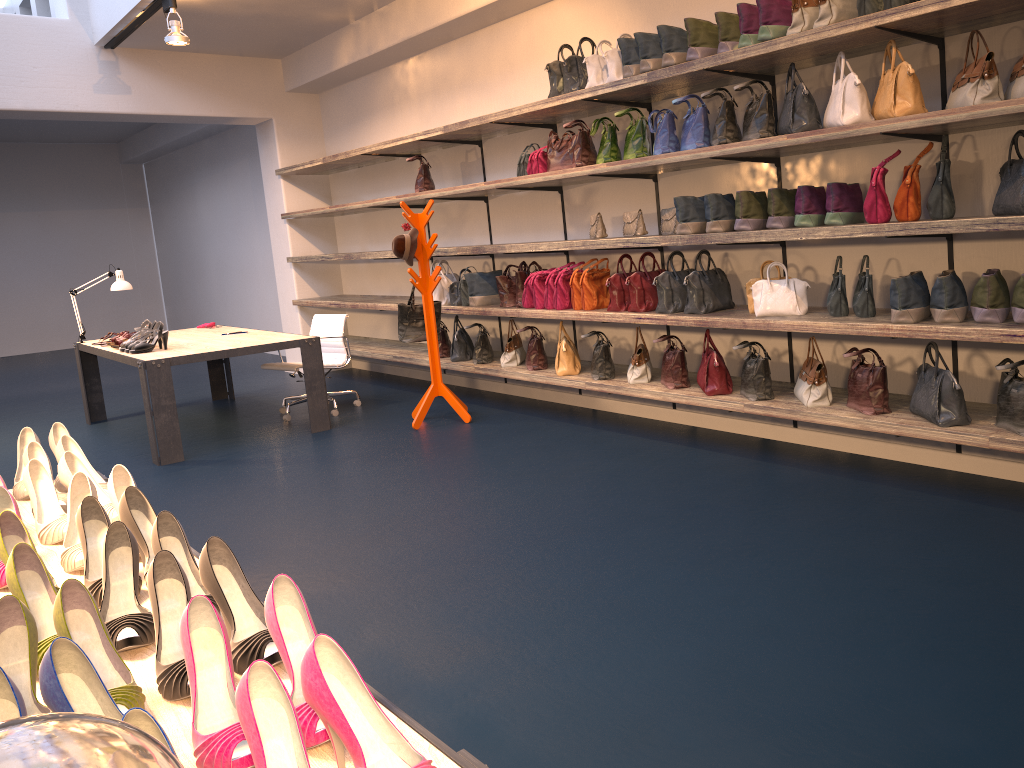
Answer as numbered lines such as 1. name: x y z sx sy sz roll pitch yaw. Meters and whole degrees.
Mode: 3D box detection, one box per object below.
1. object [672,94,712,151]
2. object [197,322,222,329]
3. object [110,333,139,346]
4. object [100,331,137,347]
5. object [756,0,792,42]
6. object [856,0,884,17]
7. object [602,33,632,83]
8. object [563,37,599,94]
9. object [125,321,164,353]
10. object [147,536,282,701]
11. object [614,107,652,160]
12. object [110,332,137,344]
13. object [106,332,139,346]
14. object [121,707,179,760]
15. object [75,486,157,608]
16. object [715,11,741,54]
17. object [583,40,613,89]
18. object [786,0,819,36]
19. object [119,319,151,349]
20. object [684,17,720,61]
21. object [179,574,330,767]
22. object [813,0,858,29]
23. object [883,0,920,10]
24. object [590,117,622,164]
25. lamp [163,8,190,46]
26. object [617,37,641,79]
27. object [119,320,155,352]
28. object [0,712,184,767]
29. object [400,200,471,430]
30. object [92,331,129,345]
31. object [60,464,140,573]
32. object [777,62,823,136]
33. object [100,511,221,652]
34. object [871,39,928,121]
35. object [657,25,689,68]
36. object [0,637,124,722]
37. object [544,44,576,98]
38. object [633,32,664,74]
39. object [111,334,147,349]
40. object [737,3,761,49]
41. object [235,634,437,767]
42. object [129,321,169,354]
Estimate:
1. object: 1.070 -1.546 5.180 0.217 0.336 0.377 -5 8 3
2. object: -2.905 -0.564 8.344 0.172 0.050 0.282 -13 13 -41
3. object: -3.101 -0.355 7.003 0.092 0.116 0.281 3 12 45
4. object: -3.315 -0.382 7.325 0.305 0.090 0.206 -10 11 -33
5. object: 1.428 -1.899 4.545 0.453 0.234 0.164 -11 10 -36
6. object: 1.739 -1.909 4.149 0.320 0.350 0.125 -12 10 -40
7. object: 0.738 -2.062 5.515 0.464 0.329 0.177 -12 10 -41
8. object: 0.516 -2.127 5.828 0.463 0.383 0.177 -11 9 -37
9. object: -2.805 -0.361 6.610 0.304 0.222 0.109 -11 9 -37
10. object: -0.499 0.378 1.443 0.219 0.194 0.223 -11 11 -37
11. object: 0.774 -1.592 5.566 0.217 0.336 0.377 -5 8 3
12. object: -3.143 -0.368 7.098 0.278 0.116 0.093 -10 9 -30
13. object: -3.214 -0.377 7.183 0.281 0.116 0.092 -13 11 -43
14. object: -0.392 0.468 0.876 0.219 0.194 0.223 -11 11 -37
15. object: -0.805 0.334 1.829 0.220 0.194 0.222 -12 11 -41
16. object: 1.295 -1.947 4.881 0.454 0.234 0.164 -11 10 -37
17. object: 0.623 -2.080 5.664 0.464 0.329 0.177 -13 11 -43
18. object: 1.551 -1.935 4.399 0.380 0.333 0.153 -9 8 -28
19. object: -2.958 -0.389 6.837 0.109 0.222 0.305 2 11 43
20. object: 1.137 -1.953 4.980 0.455 0.234 0.163 -12 11 -41
21. object: -0.351 0.403 1.236 0.222 0.194 0.226 -9 9 -25
22. object: 1.643 -1.921 4.278 0.380 0.333 0.153 -9 8 -28
23. object: 1.814 -1.924 4.044 0.320 0.408 0.125 -12 9 -41
24. object: 0.621 -1.606 5.762 0.197 0.320 0.380 -4 8 5
25. lamp: -2.674 -2.804 6.915 0.164 0.373 0.194 1 10 41
26. object: 0.808 -2.004 5.365 0.357 0.243 0.173 -8 8 -19
27. object: -2.899 -0.373 6.722 0.109 0.222 0.305 2 11 43
28. object: -0.281 0.409 0.528 0.185 0.409 0.219 1 10 41
29. object: -0.644 -0.552 6.757 0.462 1.718 0.431 -6 7 -11
30. object: -3.463 -0.399 7.487 0.302 0.090 0.198 -11 12 -37
31. object: -0.949 0.309 2.034 0.217 0.194 0.225 -9 10 -28
32. object: 1.512 -1.504 4.588 0.193 0.383 0.427 -5 8 3
33. object: -0.669 0.361 1.616 0.218 0.194 0.225 -9 10 -29
34. object: 1.846 -1.453 4.155 0.193 0.383 0.427 -5 8 3
35. object: 1.010 -1.967 5.100 0.455 0.230 0.163 -13 11 -43
36. object: -0.562 0.445 1.078 0.222 0.194 0.220 4 12 44
37. object: 0.391 -2.141 5.959 0.464 0.383 0.177 -12 10 -43
38. object: 0.914 -1.982 5.226 0.453 0.230 0.164 -11 10 -36
39. object: -3.048 -0.342 6.909 0.280 0.116 0.093 -10 10 -33
40. object: 1.366 -1.926 4.732 0.455 0.234 0.163 -12 11 -41
41. object: -0.210 0.429 1.031 0.220 0.194 0.222 -12 11 -43
42. object: -2.726 -0.350 6.516 0.304 0.222 0.109 -11 10 -38
